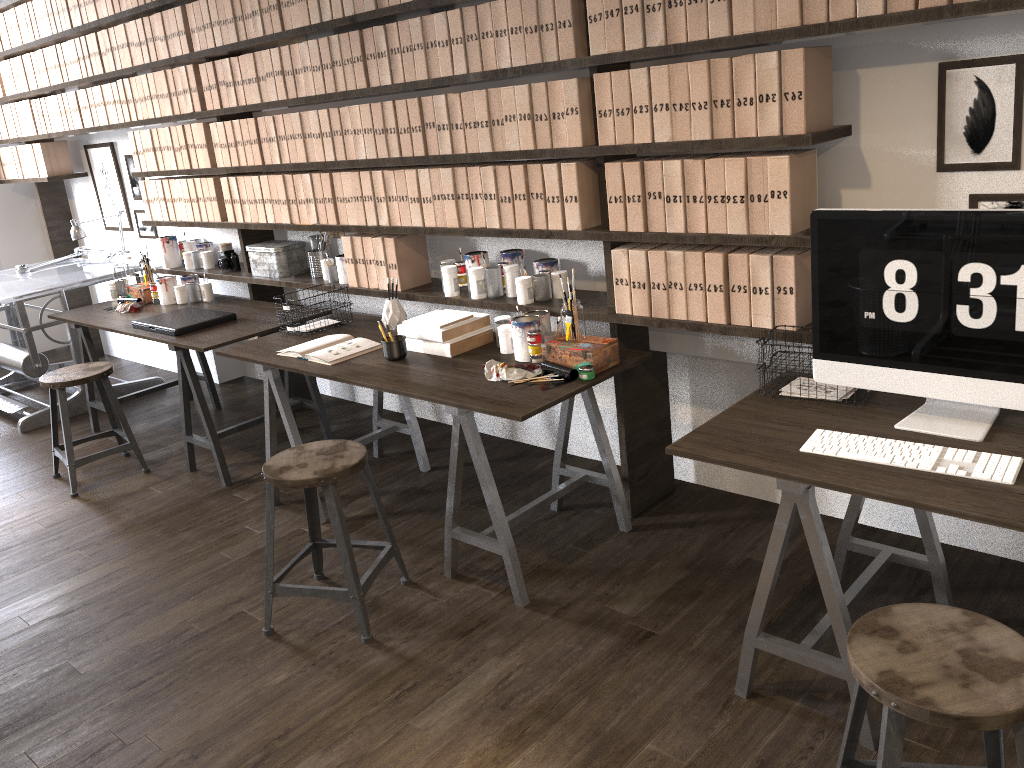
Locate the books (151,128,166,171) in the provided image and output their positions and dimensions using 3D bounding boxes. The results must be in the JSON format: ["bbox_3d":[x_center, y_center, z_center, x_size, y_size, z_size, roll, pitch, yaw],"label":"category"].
[{"bbox_3d":[-1.843,-1.282,4.815,0.067,0.223,0.176,8,21,42],"label":"books"}]

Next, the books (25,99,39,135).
[{"bbox_3d":[-3.077,-1.762,5.830,0.067,0.223,0.176,8,21,42],"label":"books"}]

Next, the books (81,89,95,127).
[{"bbox_3d":[-2.431,-1.638,5.248,0.067,0.223,0.176,8,21,42],"label":"books"}]

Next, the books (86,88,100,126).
[{"bbox_3d":[-2.376,-1.630,5.204,0.067,0.223,0.176,8,21,42],"label":"books"}]

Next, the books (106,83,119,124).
[{"bbox_3d":[-2.181,-1.593,5.022,0.067,0.222,0.176,8,21,42],"label":"books"}]

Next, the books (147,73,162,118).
[{"bbox_3d":[-1.809,-1.531,4.682,0.067,0.222,0.176,8,21,42],"label":"books"}]

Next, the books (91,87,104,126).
[{"bbox_3d":[-2.324,-1.620,5.156,0.067,0.223,0.176,8,21,42],"label":"books"}]

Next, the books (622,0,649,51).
[{"bbox_3d":[0.410,-1.124,2.661,0.067,0.223,0.176,8,21,42],"label":"books"}]

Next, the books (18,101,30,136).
[{"bbox_3d":[-3.175,-1.782,5.926,0.067,0.223,0.176,8,21,42],"label":"books"}]

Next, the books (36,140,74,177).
[{"bbox_3d":[-3.045,-1.501,5.907,0.067,0.223,0.176,8,21,42],"label":"books"}]

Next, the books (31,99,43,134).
[{"bbox_3d":[-3.009,-1.744,5.775,0.067,0.222,0.176,8,21,42],"label":"books"}]

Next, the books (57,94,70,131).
[{"bbox_3d":[-2.690,-1.684,5.480,0.067,0.223,0.176,8,21,42],"label":"books"}]

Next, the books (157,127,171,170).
[{"bbox_3d":[-1.791,-1.272,4.767,0.067,0.223,0.176,8,21,42],"label":"books"}]

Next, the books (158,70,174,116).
[{"bbox_3d":[-1.716,-1.513,4.593,0.067,0.223,0.176,8,21,42],"label":"books"}]

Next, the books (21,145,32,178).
[{"bbox_3d":[-3.245,-1.537,6.085,0.067,0.222,0.176,8,21,42],"label":"books"}]

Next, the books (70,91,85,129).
[{"bbox_3d":[-2.539,-1.657,5.345,0.067,0.223,0.176,8,21,42],"label":"books"}]

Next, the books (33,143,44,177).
[{"bbox_3d":[-3.095,-1.511,5.955,0.067,0.223,0.176,8,21,42],"label":"books"}]

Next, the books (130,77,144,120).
[{"bbox_3d":[-1.963,-1.561,4.827,0.067,0.223,0.176,8,21,42],"label":"books"}]

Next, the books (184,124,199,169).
[{"bbox_3d":[-1.576,-1.233,4.573,0.067,0.222,0.176,8,21,42],"label":"books"}]

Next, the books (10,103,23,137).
[{"bbox_3d":[-3.280,-1.800,6.018,0.067,0.223,0.176,8,21,42],"label":"books"}]

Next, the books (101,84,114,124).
[{"bbox_3d":[-2.226,-1.602,5.065,0.067,0.222,0.176,8,21,42],"label":"books"}]

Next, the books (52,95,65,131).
[{"bbox_3d":[-2.743,-1.694,5.529,0.067,0.223,0.176,8,21,42],"label":"books"}]

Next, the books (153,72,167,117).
[{"bbox_3d":[-1.762,-1.523,4.641,0.067,0.222,0.176,8,21,42],"label":"books"}]

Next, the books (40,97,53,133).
[{"bbox_3d":[-2.895,-1.724,5.674,0.067,0.223,0.176,8,21,42],"label":"books"}]

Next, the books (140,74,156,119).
[{"bbox_3d":[-1.864,-1.541,4.729,0.067,0.223,0.176,8,21,42],"label":"books"}]

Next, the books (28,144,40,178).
[{"bbox_3d":[-3.151,-1.518,5.996,0.067,0.223,0.176,8,21,42],"label":"books"}]

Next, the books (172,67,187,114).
[{"bbox_3d":[-1.610,-1.496,4.505,0.067,0.223,0.176,8,21,42],"label":"books"}]

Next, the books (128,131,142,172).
[{"bbox_3d":[-2.045,-1.317,4.992,0.067,0.223,0.176,8,21,42],"label":"books"}]

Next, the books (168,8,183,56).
[{"bbox_3d":[-1.587,-1.739,4.385,0.067,0.222,0.176,8,21,42],"label":"books"}]

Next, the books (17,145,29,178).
[{"bbox_3d":[-3.300,-1.546,6.132,0.067,0.223,0.176,8,21,42],"label":"books"}]

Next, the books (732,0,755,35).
[{"bbox_3d":[0.673,-1.077,2.426,0.067,0.222,0.176,8,21,42],"label":"books"}]

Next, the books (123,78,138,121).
[{"bbox_3d":[-2.017,-1.569,4.871,0.067,0.223,0.176,8,21,42],"label":"books"}]

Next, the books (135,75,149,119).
[{"bbox_3d":[-1.913,-1.551,4.779,0.067,0.223,0.176,8,21,42],"label":"books"}]

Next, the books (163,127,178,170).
[{"bbox_3d":[-1.741,-1.261,4.717,0.067,0.223,0.176,8,21,42],"label":"books"}]

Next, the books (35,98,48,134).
[{"bbox_3d":[-2.950,-1.733,5.719,0.067,0.223,0.176,8,21,42],"label":"books"}]

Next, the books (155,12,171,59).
[{"bbox_3d":[-1.684,-1.756,4.469,0.067,0.223,0.176,8,21,42],"label":"books"}]

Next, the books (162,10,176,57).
[{"bbox_3d":[-1.632,-1.748,4.428,0.067,0.222,0.176,8,21,42],"label":"books"}]

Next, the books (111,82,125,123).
[{"bbox_3d":[-2.129,-1.583,4.972,0.067,0.223,0.176,8,21,42],"label":"books"}]

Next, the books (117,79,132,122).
[{"bbox_3d":[-2.073,-1.578,4.917,0.067,0.223,0.176,8,21,42],"label":"books"}]

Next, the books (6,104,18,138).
[{"bbox_3d":[-3.335,-1.809,6.065,0.067,0.223,0.176,8,21,42],"label":"books"}]

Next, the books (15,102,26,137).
[{"bbox_3d":[-3.226,-1.792,5.974,0.067,0.223,0.176,8,21,42],"label":"books"}]

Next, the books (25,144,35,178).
[{"bbox_3d":[-3.197,-1.529,6.044,0.067,0.222,0.176,8,21,42],"label":"books"}]

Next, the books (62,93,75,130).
[{"bbox_3d":[-2.640,-1.677,5.441,0.067,0.222,0.176,8,21,42],"label":"books"}]

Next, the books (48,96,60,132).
[{"bbox_3d":[-2.794,-1.705,5.579,0.067,0.223,0.176,8,21,42],"label":"books"}]

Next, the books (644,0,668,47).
[{"bbox_3d":[0.466,-1.115,2.615,0.067,0.223,0.176,8,21,42],"label":"books"}]

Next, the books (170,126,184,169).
[{"bbox_3d":[-1.686,-1.253,4.673,0.067,0.223,0.176,8,21,42],"label":"books"}]

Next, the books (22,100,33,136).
[{"bbox_3d":[-3.121,-1.772,5.876,0.067,0.222,0.176,8,21,42],"label":"books"}]

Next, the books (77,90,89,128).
[{"bbox_3d":[-2.480,-1.649,5.299,0.067,0.223,0.176,8,21,42],"label":"books"}]

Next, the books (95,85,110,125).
[{"bbox_3d":[-2.278,-1.609,5.107,0.067,0.223,0.176,8,21,42],"label":"books"}]

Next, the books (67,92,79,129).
[{"bbox_3d":[-2.590,-1.669,5.399,0.067,0.222,0.176,8,21,42],"label":"books"}]

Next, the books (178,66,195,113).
[{"bbox_3d":[-1.561,-1.485,4.454,0.067,0.223,0.176,8,21,42],"label":"books"}]

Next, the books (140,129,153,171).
[{"bbox_3d":[-1.943,-1.300,4.904,0.067,0.222,0.176,8,21,42],"label":"books"}]

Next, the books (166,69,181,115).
[{"bbox_3d":[-1.662,-1.506,4.552,0.067,0.223,0.176,8,21,42],"label":"books"}]

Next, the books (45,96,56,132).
[{"bbox_3d":[-2.843,-1.715,5.629,0.067,0.223,0.176,8,21,42],"label":"books"}]

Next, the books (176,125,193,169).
[{"bbox_3d":[-1.634,-1.242,4.619,0.067,0.223,0.176,8,21,42],"label":"books"}]
